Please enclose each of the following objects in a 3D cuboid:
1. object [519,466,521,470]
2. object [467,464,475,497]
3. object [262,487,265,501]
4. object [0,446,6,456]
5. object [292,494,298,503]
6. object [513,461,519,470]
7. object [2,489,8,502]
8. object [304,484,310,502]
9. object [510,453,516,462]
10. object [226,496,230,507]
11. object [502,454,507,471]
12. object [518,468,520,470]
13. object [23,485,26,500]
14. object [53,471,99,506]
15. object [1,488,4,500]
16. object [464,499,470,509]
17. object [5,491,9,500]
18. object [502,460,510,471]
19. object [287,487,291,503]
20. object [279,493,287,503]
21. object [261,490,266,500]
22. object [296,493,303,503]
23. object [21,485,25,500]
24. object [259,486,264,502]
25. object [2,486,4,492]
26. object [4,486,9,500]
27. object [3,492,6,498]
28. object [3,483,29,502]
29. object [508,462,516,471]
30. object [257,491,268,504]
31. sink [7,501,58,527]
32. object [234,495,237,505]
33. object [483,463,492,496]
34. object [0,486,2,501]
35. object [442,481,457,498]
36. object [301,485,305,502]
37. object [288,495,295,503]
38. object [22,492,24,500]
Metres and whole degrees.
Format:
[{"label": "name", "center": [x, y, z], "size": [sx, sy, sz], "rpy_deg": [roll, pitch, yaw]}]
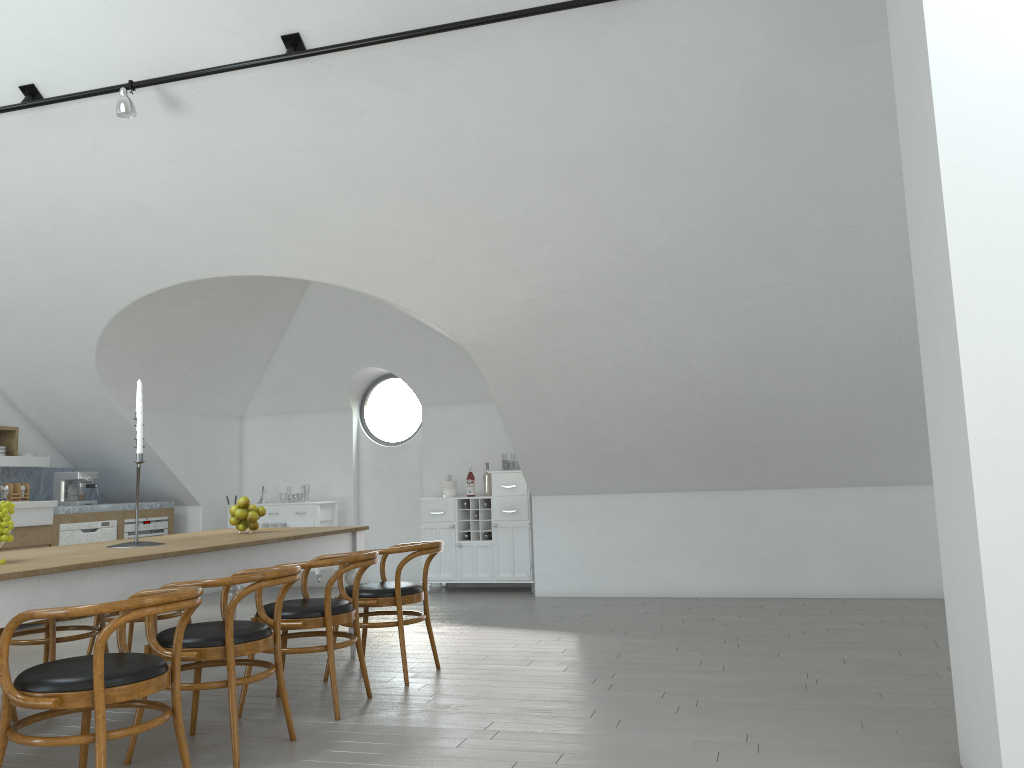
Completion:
[{"label": "object", "center": [0.077, 0.776, 8.872], "size": [0.063, 0.188, 0.062], "rpy_deg": [-2, -8, 2]}, {"label": "object", "center": [-0.412, 0.962, 8.864], "size": [0.081, 0.331, 0.081], "rpy_deg": [-4, -8, 12]}, {"label": "object", "center": [-2.652, 1.178, 9.467], "size": [0.039, 0.165, 0.024], "rpy_deg": [-6, -9, 29]}, {"label": "object", "center": [-4.722, 0.532, 7.743], "size": [0.197, 0.197, 0.655], "rpy_deg": [-4, -7, 16]}, {"label": "object", "center": [-2.249, 1.193, 9.244], "size": [0.094, 0.094, 0.093], "rpy_deg": [-2, -7, 4]}, {"label": "object", "center": [0.043, 0.814, 8.803], "size": [0.071, 0.099, 0.071], "rpy_deg": [-5, -8, 24]}, {"label": "object", "center": [-4.600, 1.023, 7.915], "size": [0.100, 0.172, 0.172], "rpy_deg": [-4, -8, 18]}, {"label": "object", "center": [-2.129, 1.137, 9.197], "size": [0.063, 0.188, 0.062], "rpy_deg": [-2, -8, 1]}, {"label": "object", "center": [0.013, 0.782, 8.871], "size": [0.054, 0.179, 0.054], "rpy_deg": [-3, -8, 10]}, {"label": "object", "center": [-2.953, 1.305, 9.295], "size": [0.088, 0.270, 0.029], "rpy_deg": [0, -8, -10]}, {"label": "object", "center": [-0.073, 0.777, 8.752], "size": [0.048, 0.170, 0.048], "rpy_deg": [5, -10, -41]}, {"label": "object", "center": [0.070, 0.779, 8.713], "size": [0.046, 0.143, 0.046], "rpy_deg": [-6, -9, 27]}, {"label": "object", "center": [-4.507, 1.034, 8.179], "size": [0.019, 0.197, 0.022], "rpy_deg": [-4, -8, 17]}, {"label": "object", "center": [-4.116, 1.002, 8.487], "size": [0.386, 0.322, 0.323], "rpy_deg": [-4, -7, 16]}, {"label": "object", "center": [-4.557, 1.018, 7.927], "size": [0.019, 0.179, 0.044], "rpy_deg": [1, -8, -19]}, {"label": "object", "center": [-0.405, 1.190, 8.799], "size": [0.092, 0.094, 0.358], "rpy_deg": [-4, -7, 17]}, {"label": "object", "center": [-4.542, 1.021, 7.962], "size": [0.044, 0.179, 0.019], "rpy_deg": [-2, -8, 1]}, {"label": "object", "center": [-0.058, 0.799, 8.668], "size": [0.081, 0.105, 0.081], "rpy_deg": [3, -9, -35]}, {"label": "object", "center": [-2.318, 1.154, 9.216], "size": [0.048, 0.170, 0.048], "rpy_deg": [-2, -8, 4]}, {"label": "object", "center": [-2.365, 1.180, 9.146], "size": [0.081, 0.105, 0.081], "rpy_deg": [-6, -8, 29]}, {"label": "object", "center": [-2.667, 1.195, 9.487], "size": [0.097, 0.137, 0.029], "rpy_deg": [-4, -8, 19]}, {"label": "object", "center": [-2.197, 1.180, 9.170], "size": [0.071, 0.099, 0.071], "rpy_deg": [-8, -10, 39]}, {"label": "object", "center": [-4.501, 1.028, 8.153], "size": [0.040, 0.193, 0.042], "rpy_deg": [2, -9, -23]}, {"label": "object", "center": [-2.679, 1.180, 9.490], "size": [0.039, 0.176, 0.054], "rpy_deg": [-4, -8, 16]}, {"label": "object", "center": [-4.585, 1.010, 7.963], "size": [0.040, 0.193, 0.042], "rpy_deg": [4, -10, -36]}, {"label": "object", "center": [-4.539, 1.007, 7.950], "size": [0.040, 0.193, 0.042], "rpy_deg": [4, -10, -37]}, {"label": "object", "center": [-4.557, 1.011, 7.954], "size": [0.023, 0.197, 0.018], "rpy_deg": [-3, -8, 11]}, {"label": "object", "center": [-4.548, 1.020, 8.133], "size": [0.104, 0.224, 0.199], "rpy_deg": [-4, -8, 16]}, {"label": "object", "center": [-0.006, 0.815, 8.736], "size": [0.077, 0.085, 0.077], "rpy_deg": [-5, -8, 24]}, {"label": "object", "center": [-2.669, 1.214, 9.477], "size": [0.101, 0.138, 0.066], "rpy_deg": [-4, -8, 16]}, {"label": "sink", "center": [-4.327, 1.061, 7.119], "size": [0.727, 0.203, 1.017], "rpy_deg": [-4, -7, 16]}, {"label": "object", "center": [-2.901, 1.302, 9.280], "size": [0.088, 0.270, 0.029], "rpy_deg": [-9, -11, 42]}, {"label": "object", "center": [-0.241, 0.949, 8.809], "size": [0.085, 0.332, 0.085], "rpy_deg": [2, -9, -24]}, {"label": "object", "center": [-4.574, 1.010, 7.939], "size": [0.019, 0.197, 0.022], "rpy_deg": [-3, -8, 4]}, {"label": "object", "center": [-0.625, 1.058, 8.888], "size": [0.154, 0.161, 0.157], "rpy_deg": [-9, -10, 44]}, {"label": "object", "center": [-2.174, 1.147, 9.241], "size": [0.054, 0.179, 0.054], "rpy_deg": [-1, -8, -6]}, {"label": "object", "center": [-2.279, 1.188, 9.157], "size": [0.077, 0.085, 0.077], "rpy_deg": [-2, -7, 4]}, {"label": "object", "center": [-4.506, 1.033, 8.169], "size": [0.020, 0.197, 0.018], "rpy_deg": [-8, -10, 38]}]
